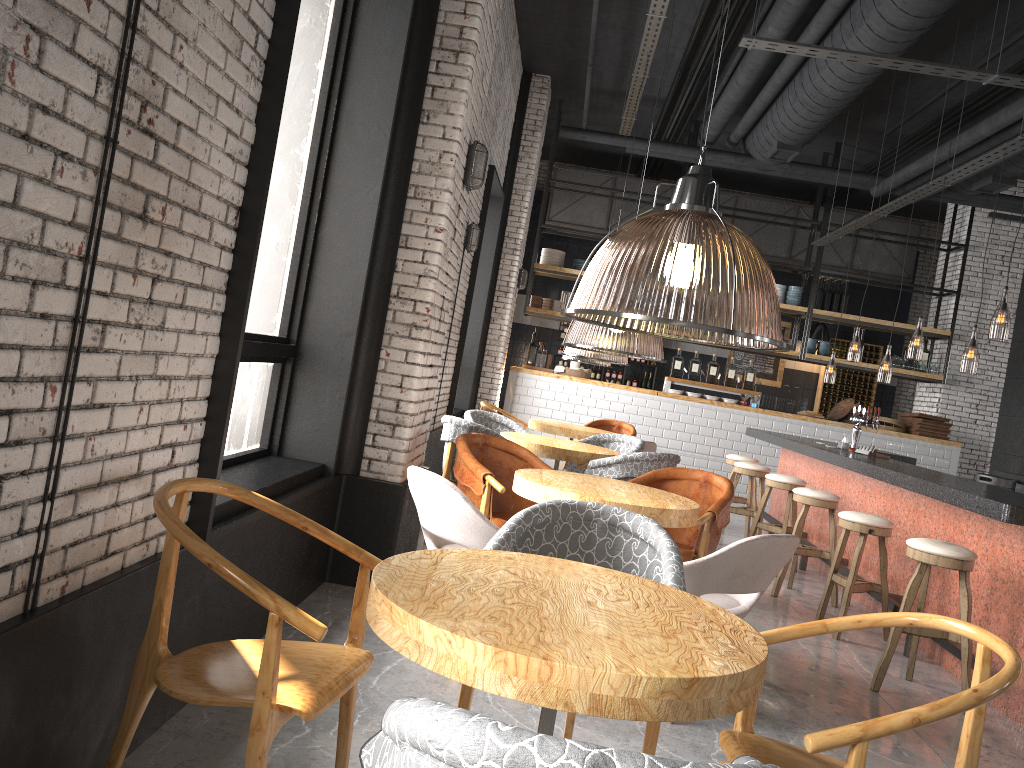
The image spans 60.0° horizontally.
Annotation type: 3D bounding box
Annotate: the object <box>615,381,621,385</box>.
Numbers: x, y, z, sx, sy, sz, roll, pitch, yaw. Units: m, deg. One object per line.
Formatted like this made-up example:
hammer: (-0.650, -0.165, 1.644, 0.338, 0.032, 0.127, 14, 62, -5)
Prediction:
object: (1.829, 0.006, 15.240, 0.088, 0.108, 0.107, 9, 1, -37)

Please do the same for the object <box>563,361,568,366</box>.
object: (0.922, -0.356, 15.277, 0.071, 0.083, 0.070, 10, 1, 43)

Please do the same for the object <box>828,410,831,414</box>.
object: (5.389, 0.486, 14.932, 0.079, 0.079, 0.281, 10, 1, 3)

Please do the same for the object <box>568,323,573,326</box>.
object: (1.022, -1.055, 15.299, 0.081, 0.113, 0.071, 10, 0, 4)

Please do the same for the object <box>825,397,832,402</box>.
object: (5.331, 0.263, 14.918, 0.079, 0.079, 0.281, 10, 1, 3)

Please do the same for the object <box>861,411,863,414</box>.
object: (5.873, 0.462, 14.921, 0.079, 0.079, 0.281, 10, 1, 3)

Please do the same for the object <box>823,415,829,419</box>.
object: (5.279, 0.574, 14.938, 0.079, 0.079, 0.281, 10, 1, 3)

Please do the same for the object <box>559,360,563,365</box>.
object: (0.846, -0.369, 15.287, 0.071, 0.083, 0.071, 10, 1, 28)

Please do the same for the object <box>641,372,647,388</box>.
object: (2.275, -0.074, 15.218, 0.079, 0.281, 0.079, 10, 0, 22)

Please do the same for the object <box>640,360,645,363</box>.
object: (2.251, -0.414, 15.227, 0.081, 0.113, 0.071, 10, 0, 2)

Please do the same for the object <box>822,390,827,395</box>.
object: (5.256, 0.144, 14.920, 0.079, 0.079, 0.283, 10, 1, 3)

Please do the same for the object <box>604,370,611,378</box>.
object: (1.649, -0.176, 15.260, 0.100, 0.139, 0.088, 10, 0, 4)

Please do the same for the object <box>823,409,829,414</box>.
object: (5.297, 0.470, 14.957, 0.079, 0.079, 0.281, 10, 1, 3)

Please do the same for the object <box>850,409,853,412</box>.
object: (5.686, 0.431, 14.916, 0.079, 0.079, 0.281, 10, 1, 3)

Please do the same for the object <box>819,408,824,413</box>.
object: (5.204, 0.454, 14.943, 0.079, 0.079, 0.281, 10, 1, 3)

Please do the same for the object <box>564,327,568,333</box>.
object: (0.933, -0.930, 15.282, 0.070, 0.083, 0.071, 10, 1, -7)

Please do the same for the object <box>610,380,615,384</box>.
object: (1.723, -0.012, 15.247, 0.092, 0.108, 0.105, 10, 1, 14)

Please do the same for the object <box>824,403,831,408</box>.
object: (5.313, 0.367, 14.914, 0.079, 0.079, 0.281, 10, 1, 3)

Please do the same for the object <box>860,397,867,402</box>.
object: (5.908, 0.255, 14.922, 0.079, 0.079, 0.283, 10, 1, 3)

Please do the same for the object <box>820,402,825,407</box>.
object: (5.221, 0.351, 14.933, 0.079, 0.079, 0.281, 10, 1, 3)

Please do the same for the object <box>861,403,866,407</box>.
object: (5.888, 0.359, 14.882, 0.079, 0.079, 0.281, 10, 1, 3)

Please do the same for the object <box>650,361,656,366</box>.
object: (2.416, -0.359, 15.211, 0.088, 0.108, 0.107, 9, 1, -37)

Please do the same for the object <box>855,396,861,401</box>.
object: (5.814, 0.239, 14.912, 0.079, 0.079, 0.283, 10, 1, 3)

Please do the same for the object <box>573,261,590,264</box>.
object: (1.075, -1.656, 12.309, 0.454, 0.047, 0.454, 10, 1, 0)

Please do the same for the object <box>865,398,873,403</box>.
object: (5.999, 0.271, 14.882, 0.079, 0.079, 0.283, 10, 1, 3)

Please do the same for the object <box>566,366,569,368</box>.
object: (0.947, -0.267, 15.276, 0.071, 0.083, 0.071, 10, 1, 28)

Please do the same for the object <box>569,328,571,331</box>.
object: (1.014, -0.916, 15.277, 0.071, 0.083, 0.071, 10, 1, 28)

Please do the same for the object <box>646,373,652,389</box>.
object: (2.364, -0.058, 15.216, 0.079, 0.281, 0.079, 10, 0, 7)

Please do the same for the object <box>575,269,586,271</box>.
object: (1.056, -1.539, 12.309, 0.454, 0.033, 0.454, 10, 1, 11)

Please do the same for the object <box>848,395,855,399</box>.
object: (5.722, 0.223, 14.937, 0.079, 0.079, 0.283, 10, 1, 3)

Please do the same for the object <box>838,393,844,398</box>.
object: (5.536, 0.191, 14.927, 0.079, 0.079, 0.283, 10, 1, 3)

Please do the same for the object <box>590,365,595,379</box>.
object: (1.403, -0.224, 15.269, 0.079, 0.281, 0.079, 10, 0, 12)

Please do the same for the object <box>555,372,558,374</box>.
object: (0.750, -0.181, 15.303, 0.118, 0.111, 0.085, 9, 1, -38)

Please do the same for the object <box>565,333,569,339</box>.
object: (0.962, -0.827, 15.280, 0.076, 0.111, 0.076, 10, 1, 23)

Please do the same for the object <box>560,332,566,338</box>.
object: (0.881, -0.841, 15.285, 0.076, 0.111, 0.076, 10, 1, 13)

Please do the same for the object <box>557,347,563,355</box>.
object: (0.831, -0.566, 15.308, 0.100, 0.139, 0.088, 10, 0, 4)

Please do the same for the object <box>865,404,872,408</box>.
object: (5.982, 0.375, 14.900, 0.079, 0.079, 0.281, 10, 1, 3)

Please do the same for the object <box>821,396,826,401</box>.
object: (5.240, 0.247, 14.958, 0.079, 0.079, 0.281, 10, 1, 3)

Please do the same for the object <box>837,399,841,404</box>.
object: (5.519, 0.295, 14.946, 0.079, 0.079, 0.281, 10, 1, 3)

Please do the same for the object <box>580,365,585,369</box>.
object: (1.207, -0.261, 15.266, 0.076, 0.111, 0.076, 10, 0, -2)

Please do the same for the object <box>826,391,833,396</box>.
object: (5.350, 0.159, 14.938, 0.079, 0.079, 0.283, 10, 1, 3)

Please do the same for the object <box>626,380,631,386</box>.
object: (1.994, -0.012, 15.218, 0.076, 0.111, 0.076, 9, 1, -32)

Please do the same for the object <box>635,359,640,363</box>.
object: (2.169, -0.428, 15.231, 0.081, 0.113, 0.071, 10, 0, 2)

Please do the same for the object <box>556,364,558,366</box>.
object: (0.788, -0.295, 15.286, 0.071, 0.083, 0.071, 10, 1, 13)

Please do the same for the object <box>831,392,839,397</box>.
object: (5.442, 0.175, 14.924, 0.079, 0.079, 0.283, 10, 1, 3)

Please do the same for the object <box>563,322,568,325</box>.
object: (0.926, -1.072, 15.304, 0.081, 0.113, 0.071, 10, 0, 4)

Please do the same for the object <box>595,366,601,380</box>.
object: (1.496, -0.208, 15.264, 0.079, 0.281, 0.079, 10, 0, -28)

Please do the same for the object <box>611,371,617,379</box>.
object: (1.756, -0.157, 15.254, 0.100, 0.139, 0.088, 10, 0, 4)

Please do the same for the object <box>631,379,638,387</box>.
object: (2.108, -0.007, 15.234, 0.100, 0.139, 0.088, 10, 0, 4)

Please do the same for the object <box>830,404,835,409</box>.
object: (5.408, 0.382, 14.948, 0.079, 0.079, 0.281, 10, 1, 3)

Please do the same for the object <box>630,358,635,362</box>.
object: (2.073, -0.444, 15.237, 0.081, 0.113, 0.071, 10, 0, 2)

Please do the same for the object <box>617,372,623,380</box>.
object: (1.857, -0.140, 15.248, 0.100, 0.139, 0.088, 10, 0, 4)

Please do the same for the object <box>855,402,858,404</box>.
object: (5.797, 0.343, 14.911, 0.079, 0.079, 0.281, 10, 1, 3)

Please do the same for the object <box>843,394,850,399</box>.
object: (5.628, 0.207, 14.922, 0.079, 0.079, 0.283, 10, 1, 3)

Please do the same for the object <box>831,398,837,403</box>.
object: (5.425, 0.279, 14.932, 0.079, 0.079, 0.281, 10, 1, 3)

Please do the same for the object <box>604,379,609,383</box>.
object: (1.630, -0.031, 15.251, 0.092, 0.112, 0.100, 10, 1, -11)
